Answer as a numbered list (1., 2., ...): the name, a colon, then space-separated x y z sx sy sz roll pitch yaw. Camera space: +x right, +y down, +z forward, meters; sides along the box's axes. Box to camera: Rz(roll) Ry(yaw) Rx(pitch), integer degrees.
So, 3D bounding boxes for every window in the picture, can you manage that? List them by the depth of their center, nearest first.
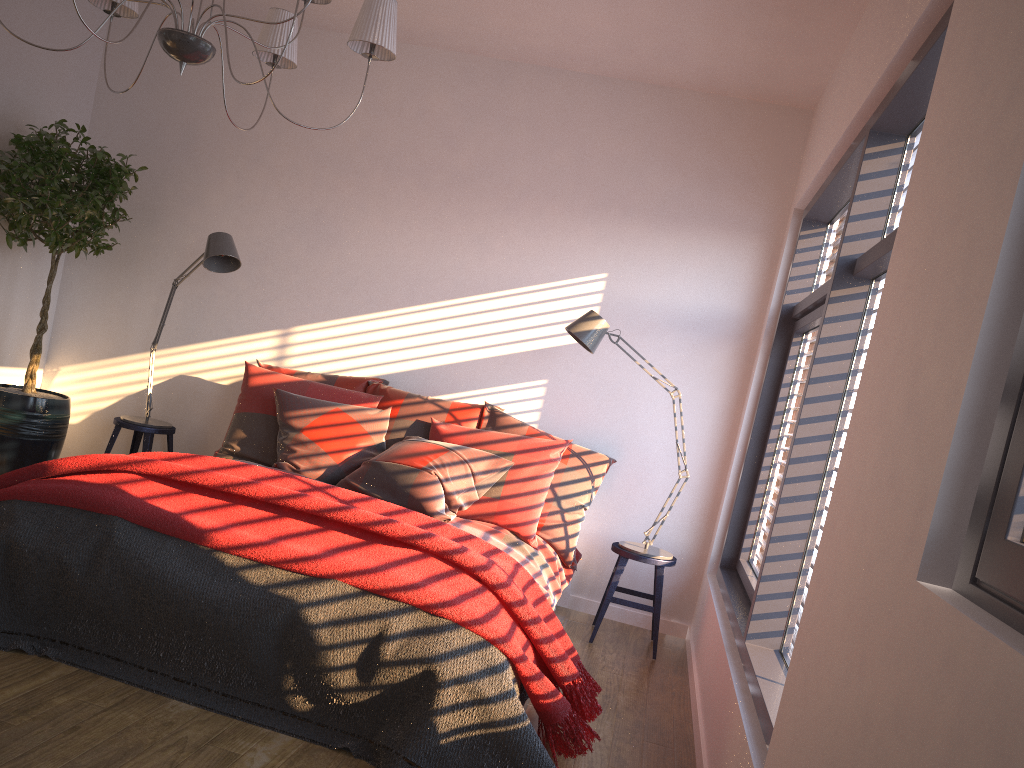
1. window: 0.698 -0.338 0.453 0.223 1.294 1.577 13 2 10
2. window: 1.138 0.049 3.269 0.170 1.946 2.635 13 2 10

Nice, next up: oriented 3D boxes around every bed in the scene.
1. bed: -0.751 0.643 3.894 2.032 0.772 2.312 13 1 9

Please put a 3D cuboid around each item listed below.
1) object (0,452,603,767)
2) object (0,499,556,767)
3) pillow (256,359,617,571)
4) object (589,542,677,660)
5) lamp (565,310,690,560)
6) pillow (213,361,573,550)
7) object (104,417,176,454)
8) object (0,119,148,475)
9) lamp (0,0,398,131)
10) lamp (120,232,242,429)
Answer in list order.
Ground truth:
1. object: -0.907 0.689 3.250 2.639 0.662 0.682 13 2 10
2. object: -0.902 0.723 3.106 2.501 0.569 1.121 13 2 10
3. pillow: -0.577 0.378 4.476 2.138 0.736 1.143 13 2 8
4. object: 0.619 1.083 4.514 0.338 0.482 0.341 13 3 7
5. lamp: 0.549 0.244 4.456 0.788 1.131 0.278 13 4 1
6. pillow: -0.642 0.334 4.520 1.810 0.553 0.527 13 2 10
7. object: -2.153 0.460 5.098 0.337 0.482 0.341 13 3 10
8. object: -2.595 -0.420 4.816 0.810 2.026 0.801 13 4 13
9. lamp: -0.899 -1.422 2.655 1.098 1.082 1.246 13 2 10
10. lamp: -1.822 -0.288 4.856 0.280 1.131 0.782 9 4 -40
